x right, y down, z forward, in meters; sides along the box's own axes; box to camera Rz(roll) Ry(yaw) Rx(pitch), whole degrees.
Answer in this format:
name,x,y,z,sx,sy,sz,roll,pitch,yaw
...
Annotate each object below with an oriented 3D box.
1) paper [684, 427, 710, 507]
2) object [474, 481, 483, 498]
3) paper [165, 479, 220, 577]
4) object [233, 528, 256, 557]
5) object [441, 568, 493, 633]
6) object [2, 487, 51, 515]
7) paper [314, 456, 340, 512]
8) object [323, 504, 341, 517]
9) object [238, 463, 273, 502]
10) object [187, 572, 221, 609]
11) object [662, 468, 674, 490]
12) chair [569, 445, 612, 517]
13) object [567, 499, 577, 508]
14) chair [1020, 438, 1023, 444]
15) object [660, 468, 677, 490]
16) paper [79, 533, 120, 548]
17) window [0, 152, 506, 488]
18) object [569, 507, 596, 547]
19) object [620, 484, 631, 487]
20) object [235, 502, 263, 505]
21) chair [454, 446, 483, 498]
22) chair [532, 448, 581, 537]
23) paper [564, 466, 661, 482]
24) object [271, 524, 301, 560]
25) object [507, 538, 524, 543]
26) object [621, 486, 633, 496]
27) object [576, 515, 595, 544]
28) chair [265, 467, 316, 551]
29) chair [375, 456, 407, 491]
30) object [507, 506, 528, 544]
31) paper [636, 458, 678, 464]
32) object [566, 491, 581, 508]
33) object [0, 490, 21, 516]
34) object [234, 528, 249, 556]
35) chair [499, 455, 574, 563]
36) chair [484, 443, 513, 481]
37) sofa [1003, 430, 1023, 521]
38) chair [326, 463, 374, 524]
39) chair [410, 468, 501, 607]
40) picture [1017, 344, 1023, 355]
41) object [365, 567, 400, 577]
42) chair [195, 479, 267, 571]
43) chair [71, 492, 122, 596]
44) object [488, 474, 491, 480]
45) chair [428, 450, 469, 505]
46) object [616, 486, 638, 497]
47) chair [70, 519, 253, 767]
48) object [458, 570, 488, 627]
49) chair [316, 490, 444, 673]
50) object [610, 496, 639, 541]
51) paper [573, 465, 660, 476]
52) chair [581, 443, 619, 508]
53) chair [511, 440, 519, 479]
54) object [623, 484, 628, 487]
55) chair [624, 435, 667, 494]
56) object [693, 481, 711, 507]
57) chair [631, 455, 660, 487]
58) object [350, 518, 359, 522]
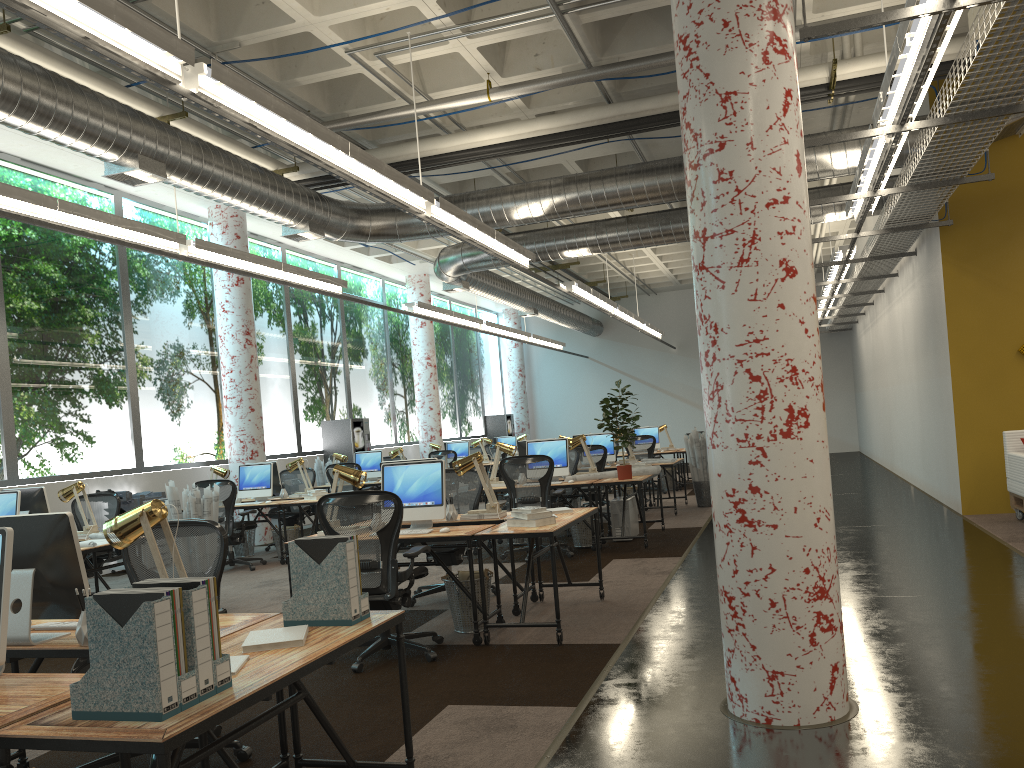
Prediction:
name,x,y,z,sx,sy,sz,roll,pitch,yaw
paper,2.829,1.221,13.167,0.440,1.198,0.412,-5,0,-5
object,-0.659,2.140,17.840,0.235,0.403,0.119,-5,0,18
paper,-2.746,1.399,7.666,0.440,1.198,0.412,-5,0,-5
object,-3.536,2.050,11.678,0.359,0.435,0.353,-5,-1,14
object,-0.303,1.510,6.226,0.359,0.435,0.353,-5,-1,14
object,-4.395,1.183,8.004,0.484,0.485,0.189,-5,0,17
paper,-3.111,1.800,15.008,0.440,1.198,0.412,-5,0,-5
object,-3.055,2.209,15.015,0.354,0.398,0.352,-6,-1,36
object,-3.181,1.236,11.034,0.484,0.485,0.189,-5,0,17
object,-2.690,1.808,7.674,0.352,0.398,0.354,-4,-1,-28
object,2.961,1.786,16.709,0.235,0.403,0.119,-5,0,18
chair,1.081,1.381,12.320,0.770,1.085,0.793,-5,-1,1
object,0.891,1.793,13.492,0.235,0.403,0.119,-5,0,18
chair,5.428,0.737,8.886,0.534,0.437,0.287,-4,-1,-10
object,2.932,1.771,16.635,0.359,0.435,0.353,-5,-1,14
paper,-3.469,1.292,7.323,0.568,0.061,0.626,-5,-3,15
window,-4.194,-0.619,14.608,0.050,3.760,26.194,-5,-3,17
object,0.792,1.582,9.854,0.359,0.435,0.353,-5,-1,14
object,2.192,1.867,17.335,0.359,0.435,0.353,-5,-1,14
object,-3.252,1.466,10.831,0.439,0.017,0.118,-6,-3,17
chair,-0.904,1.881,19.009,0.770,1.085,0.793,-5,-1,1
chair,0.576,1.338,11.097,0.770,1.085,0.793,-5,-1,1
paper,1.110,1.002,9.816,1.133,0.082,0.083,-4,-1,-8
object,-2.796,1.954,10.978,0.359,0.435,0.353,-5,-1,14
object,0.025,1.690,10.480,0.235,0.403,0.119,-5,0,18
object,1.688,1.700,12.939,0.235,0.403,0.119,-5,0,18
object,0.821,1.597,9.928,0.235,0.403,0.119,-5,0,18
chair,-3.011,1.711,12.221,0.770,1.085,0.793,-5,-1,1
chair,-2.085,1.786,15.204,0.770,1.085,0.793,-5,-1,1
object,0.052,1.678,10.554,0.359,0.435,0.353,-5,-1,14
paper,2.107,1.113,12.824,0.568,0.061,0.626,-5,-3,15
object,0.918,1.781,13.565,0.359,0.435,0.353,-5,-1,14
object,-4.302,1.146,7.421,0.484,0.485,0.189,-5,0,17
object,-3.563,2.062,11.604,0.235,0.403,0.119,-5,0,18
chair,0.215,1.278,9.309,0.770,1.085,0.793,-5,-1,1
chair,-0.302,1.898,20.322,0.770,1.085,0.793,-5,-1,1
sofa,5.707,0.829,7.621,2.020,0.931,2.854,-5,-3,17
chair,-2.447,1.725,13.416,0.770,1.085,0.793,-5,-1,1
chair,-0.519,1.266,7.470,0.770,1.085,0.793,-5,-1,1
picture,5.769,-0.389,9.682,0.425,0.424,0.047,-5,0,17
object,-1.043,1.606,6.926,0.359,0.435,0.353,-5,-1,14
chair,-3.373,1.650,10.433,0.770,1.085,0.793,-5,-1,1
chair,-4.133,1.620,8.608,0.770,1.085,0.793,-5,-1,1
object,-0.492,2.311,21.494,0.235,0.403,0.119,-5,0,18
chair,-1.265,1.821,17.221,0.770,1.085,0.793,-5,-1,1
object,1.659,1.685,12.865,0.359,0.435,0.353,-5,-1,14
chair,-1.595,1.179,3.992,0.770,1.085,0.793,-5,-1,1
object,-0.274,1.525,6.300,0.235,0.403,0.119,-5,0,18
chair,-0.880,1.206,5.681,0.770,1.085,0.793,-5,-1,1
object,1.313,1.555,10.302,0.221,0.455,0.541,-5,-2,17
paper,1.160,1.006,9.976,1.133,0.082,0.083,-4,-2,-18
chair,1.443,1.441,14.108,0.770,1.085,0.793,-5,-1,1
chair,0.059,1.959,22.111,0.770,1.085,0.793,-5,-1,1
object,2.165,1.879,17.262,0.235,0.403,0.119,-5,0,18
chair,2.355,1.467,16.090,0.770,1.085,0.793,-5,-1,1
object,2.886,1.630,13.174,0.352,0.398,0.354,-4,-1,-28
chair,2.716,1.528,17.879,0.770,1.085,0.793,-5,-1,1
object,-2.637,2.137,14.587,0.235,0.403,0.119,-5,0,18
